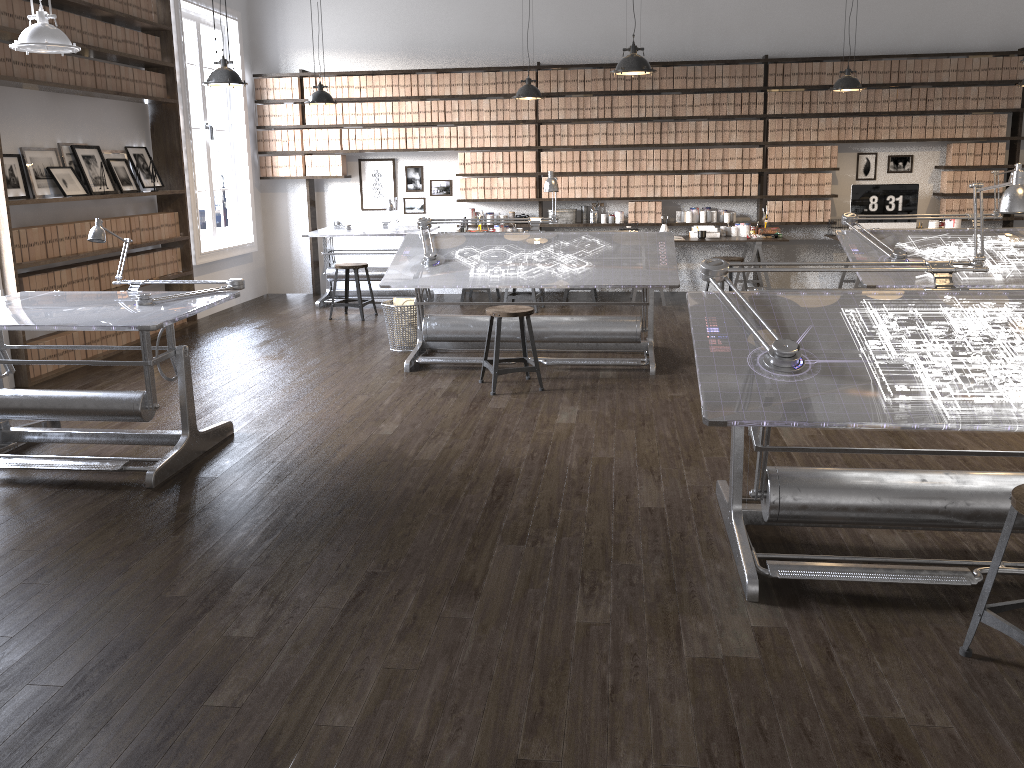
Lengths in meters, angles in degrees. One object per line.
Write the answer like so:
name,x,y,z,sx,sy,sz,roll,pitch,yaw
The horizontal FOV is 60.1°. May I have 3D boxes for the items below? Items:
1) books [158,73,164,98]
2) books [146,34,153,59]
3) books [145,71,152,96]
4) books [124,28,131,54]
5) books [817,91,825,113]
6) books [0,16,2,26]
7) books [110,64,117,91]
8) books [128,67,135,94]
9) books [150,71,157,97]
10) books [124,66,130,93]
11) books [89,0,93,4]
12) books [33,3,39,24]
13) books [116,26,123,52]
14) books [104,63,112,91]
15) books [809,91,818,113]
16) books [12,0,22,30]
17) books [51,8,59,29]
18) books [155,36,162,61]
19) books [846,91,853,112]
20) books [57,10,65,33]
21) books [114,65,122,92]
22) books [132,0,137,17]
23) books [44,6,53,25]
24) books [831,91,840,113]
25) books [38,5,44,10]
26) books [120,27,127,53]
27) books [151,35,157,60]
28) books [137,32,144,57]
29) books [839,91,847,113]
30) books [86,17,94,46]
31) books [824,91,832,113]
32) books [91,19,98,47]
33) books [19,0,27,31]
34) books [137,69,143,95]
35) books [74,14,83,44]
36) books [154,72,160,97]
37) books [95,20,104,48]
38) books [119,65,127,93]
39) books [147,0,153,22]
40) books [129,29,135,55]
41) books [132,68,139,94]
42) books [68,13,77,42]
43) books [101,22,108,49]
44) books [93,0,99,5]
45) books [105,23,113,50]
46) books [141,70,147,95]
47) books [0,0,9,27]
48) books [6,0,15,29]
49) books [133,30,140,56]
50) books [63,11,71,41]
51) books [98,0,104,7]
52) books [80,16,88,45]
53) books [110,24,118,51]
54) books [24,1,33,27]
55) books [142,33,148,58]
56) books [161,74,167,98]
books,-3.211,-2.651,7.892,0.174,0.223,0.067,1,12,7
books,-3.228,-2.924,7.711,0.174,0.223,0.067,1,12,7
books,-3.235,-2.602,7.695,0.174,0.223,0.067,1,12,7
books,-3.270,-2.837,7.365,0.174,0.223,0.067,1,12,7
books,3.142,-2.873,9.047,0.067,0.223,0.176,0,12,7
books,-3.462,-2.449,5.813,0.174,0.223,0.067,1,12,7
books,-3.303,-2.468,7.159,0.174,0.223,0.067,1,12,7
books,-3.268,-2.533,7.420,0.174,0.223,0.067,1,12,7
books,-3.222,-2.619,7.765,0.174,0.223,0.067,1,12,7
books,-3.277,-2.518,7.359,0.174,0.223,0.067,1,12,7
books,-3.340,-3.030,6.838,0.174,0.223,0.067,1,12,7
books,-3.413,-2.549,6.213,0.174,0.223,0.067,1,12,7
books,-3.288,-2.805,7.239,0.174,0.223,0.067,1,12,7
books,-3.308,-2.450,7.090,0.174,0.223,0.067,1,12,7
books,3.072,-2.876,9.060,0.067,0.223,0.176,0,12,7
books,-3.437,-2.498,6.009,0.174,0.223,0.067,1,12,7
books,-3.392,-2.603,6.428,0.174,0.223,0.067,1,12,7
books,-3.213,-2.960,7.857,0.174,0.223,0.067,1,12,7
books,3.417,-2.871,9.017,0.067,0.223,0.176,0,12,7
books,-3.381,-2.619,6.492,0.174,0.223,0.067,1,12,7
books,-3.295,-2.485,7.228,0.174,0.223,0.067,1,12,7
books,-3.260,-3.184,7.455,0.174,0.223,0.067,1,12,7
books,-3.395,-2.585,6.356,0.174,0.223,0.067,1,12,7
books,3.283,-2.873,9.034,0.067,0.223,0.176,0,12,7
books,-3.409,-2.566,6.283,0.174,0.223,0.067,1,12,7
books,-3.283,-2.821,7.300,0.174,0.223,0.067,1,12,7
books,-3.225,-2.942,7.784,0.174,0.223,0.067,1,12,7
books,-3.247,-2.888,7.569,0.174,0.223,0.067,1,12,7
books,3.350,-2.870,9.020,0.067,0.223,0.176,0,12,7
books,-3.338,-2.705,6.838,0.174,0.223,0.067,1,12,7
books,3.213,-2.874,9.043,0.067,0.223,0.176,0,12,7
books,-3.332,-2.720,6.899,0.174,0.223,0.067,1,12,7
books,-3.434,-2.515,6.076,0.174,0.223,0.067,1,12,7
books,-3.253,-2.568,7.559,0.174,0.223,0.067,1,12,7
books,-3.355,-2.669,6.694,0.174,0.223,0.067,1,12,7
books,-3.214,-2.635,7.830,0.174,0.223,0.067,1,12,7
books,-3.319,-2.737,6.963,0.174,0.223,0.067,1,12,7
books,-3.281,-2.501,7.293,0.174,0.223,0.067,1,12,7
books,-3.230,-3.250,7.717,0.174,0.223,0.067,1,12,7
books,-3.268,-2.853,7.431,0.174,0.223,0.067,1,12,7
books,-3.258,-2.551,7.490,0.174,0.223,0.067,1,12,7
books,-3.361,-2.652,6.623,0.174,0.223,0.067,1,12,7
books,-3.318,-2.754,7.032,0.174,0.223,0.067,1,12,7
books,-3.329,-3.047,6.905,0.174,0.223,0.067,1,12,7
books,-3.308,-2.771,7.100,0.174,0.223,0.067,1,12,7
books,-3.247,-2.585,7.627,0.174,0.223,0.067,1,12,7
books,-3.455,-2.466,5.884,0.174,0.223,0.067,1,12,7
books,-3.449,-2.482,5.945,0.174,0.223,0.067,1,12,7
books,-3.259,-2.871,7.500,0.174,0.223,0.067,1,12,7
books,-3.369,-2.634,6.553,0.174,0.223,0.067,1,12,7
books,-3.319,-3.065,6.978,0.174,0.223,0.067,1,12,7
books,-3.345,-2.687,6.767,0.174,0.223,0.067,1,12,7
books,-3.295,-2.788,7.168,0.174,0.223,0.067,1,12,7
books,-3.426,-2.532,6.145,0.174,0.223,0.067,1,12,7
books,-3.243,-2.905,7.638,0.174,0.223,0.067,1,12,7
books,-3.204,-2.668,7.960,0.174,0.223,0.067,1,12,7
